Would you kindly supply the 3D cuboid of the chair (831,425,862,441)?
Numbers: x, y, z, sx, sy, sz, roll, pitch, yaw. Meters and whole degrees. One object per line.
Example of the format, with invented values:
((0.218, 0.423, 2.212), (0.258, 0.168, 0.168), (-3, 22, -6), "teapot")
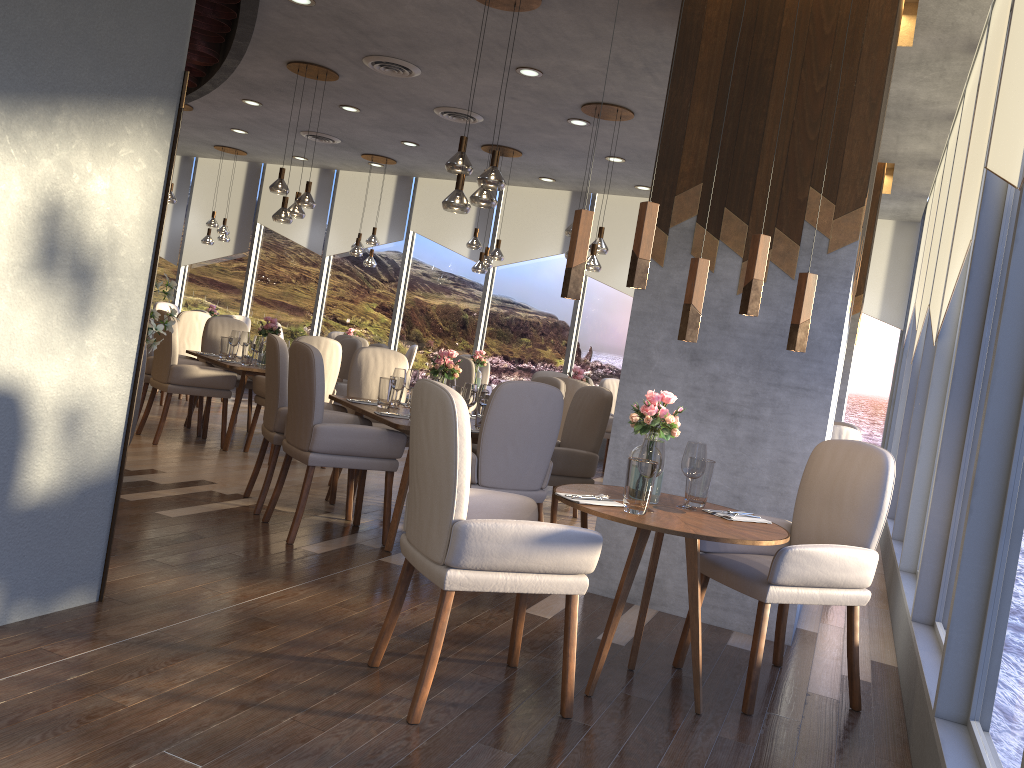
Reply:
((1.903, 0.730, 5.864), (0.527, 1.000, 0.601), (9, 1, -21), "chair")

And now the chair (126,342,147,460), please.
((-2.486, 0.115, 5.143), (0.776, 0.837, 0.594), (10, 1, 41), "chair")

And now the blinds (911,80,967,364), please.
((3.257, -1.497, 6.670), (0.007, 2.680, 1.171), (10, 1, 21), "blinds")

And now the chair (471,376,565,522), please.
((-0.044, 0.410, 5.825), (0.598, 1.000, 0.529), (9, 1, -30), "chair")

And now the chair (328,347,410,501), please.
((-0.885, 0.265, 6.000), (0.527, 1.000, 0.601), (9, 1, -25), "chair")

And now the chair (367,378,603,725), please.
((-0.083, 0.517, 2.907), (0.598, 1.000, 0.529), (9, 1, -25), "chair")

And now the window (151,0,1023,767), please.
((0.680, -0.921, 8.021), (8.045, 3.198, 16.160), (9, 2, -24), "window")

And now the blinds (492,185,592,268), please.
((0.491, -2.719, 11.167), (1.175, 2.680, 0.007), (10, 0, 22), "blinds")

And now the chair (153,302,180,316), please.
((-4.774, -0.626, 12.447), (0.601, 1.000, 0.527), (10, 1, 35), "chair")

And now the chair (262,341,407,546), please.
((-0.933, 0.306, 4.721), (0.598, 1.000, 0.529), (9, 1, -32), "chair")

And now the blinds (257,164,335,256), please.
((-2.977, -3.197, 12.554), (1.175, 2.680, 0.007), (10, 0, 22), "blinds")

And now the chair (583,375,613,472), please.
((0.889, 0.432, 9.243), (0.598, 1.000, 0.529), (9, 1, -22), "chair")

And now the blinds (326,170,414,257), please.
((-1.833, -2.991, 12.094), (1.175, 2.680, 0.007), (10, 0, 22), "blinds")

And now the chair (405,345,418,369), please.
((-1.552, -0.041, 11.058), (0.599, 1.000, 0.529), (9, 1, -12), "chair")

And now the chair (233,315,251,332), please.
((-3.854, -0.447, 11.756), (0.601, 1.000, 0.527), (10, 1, 35), "chair")

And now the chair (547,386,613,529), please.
((0.210, 0.472, 5.321), (0.598, 1.000, 0.529), (9, 1, -25), "chair")

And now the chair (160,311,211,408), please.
((-3.524, -0.296, 9.255), (0.601, 1.000, 0.527), (10, 1, 35), "chair")

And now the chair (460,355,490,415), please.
((-0.528, 0.171, 9.963), (0.528, 1.000, 0.600), (9, 1, 2), "chair")

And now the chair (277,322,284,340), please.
((-2.678, -0.218, 10.840), (0.599, 1.000, 0.529), (9, 1, -13), "chair")

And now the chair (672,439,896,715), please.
((1.073, 0.687, 3.437), (0.598, 1.000, 0.529), (9, 1, -26), "chair")

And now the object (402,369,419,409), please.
((-0.637, 0.029, 5.569), (0.092, 0.244, 0.092), (10, 1, 24), "object")

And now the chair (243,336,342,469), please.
((-1.677, 0.101, 6.853), (0.527, 1.000, 0.601), (9, 1, -38), "chair")

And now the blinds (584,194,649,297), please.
((1.587, -2.219, 10.708), (1.175, 2.680, 0.007), (10, 0, 22), "blinds")

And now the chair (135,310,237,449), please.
((-2.530, -0.042, 6.930), (0.598, 1.000, 0.530), (9, 1, -40), "chair")

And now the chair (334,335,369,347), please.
((-1.964, -0.082, 10.363), (0.527, 1.000, 0.601), (9, 1, -15), "chair")

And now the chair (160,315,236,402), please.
((-3.550, -0.334, 10.115), (0.530, 1.000, 0.598), (10, 1, 41), "chair")

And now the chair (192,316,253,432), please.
((-2.640, -0.110, 8.205), (0.527, 1.000, 0.601), (9, 1, -32), "chair")

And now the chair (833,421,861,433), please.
((2.230, 0.751, 6.710), (0.598, 1.000, 0.529), (9, 1, -25), "chair")

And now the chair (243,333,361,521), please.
((-1.208, 0.242, 5.218), (0.598, 1.000, 0.529), (9, 1, -25), "chair")

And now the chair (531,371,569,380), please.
((0.320, 0.392, 7.862), (0.528, 1.000, 0.600), (9, 1, -2), "chair")

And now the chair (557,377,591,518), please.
((0.328, 0.438, 6.701), (0.528, 1.000, 0.600), (9, 1, -2), "chair")

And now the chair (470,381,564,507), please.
((-0.109, 0.449, 4.545), (0.527, 1.000, 0.601), (9, 1, -31), "chair")

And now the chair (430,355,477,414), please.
((-0.608, 0.202, 8.804), (0.528, 1.000, 0.600), (9, 1, 3), "chair")

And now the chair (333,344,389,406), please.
((-1.461, 0.105, 7.677), (0.598, 1.000, 0.529), (9, 1, -32), "chair")

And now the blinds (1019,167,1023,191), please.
((1.476, -1.896, 2.016), (0.007, 2.680, 1.171), (10, 1, 21), "blinds")

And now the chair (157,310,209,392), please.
((-3.985, -0.419, 10.470), (0.529, 1.000, 0.598), (10, 1, 35), "chair")

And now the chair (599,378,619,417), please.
((1.216, 0.459, 9.951), (0.527, 1.000, 0.601), (9, 1, -25), "chair")

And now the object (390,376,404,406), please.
((-0.736, 0.044, 5.623), (0.102, 0.178, 0.102), (9, 1, 2), "object")

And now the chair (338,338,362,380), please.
((-1.775, 0.035, 8.144), (0.598, 1.000, 0.530), (9, 1, -38), "chair")

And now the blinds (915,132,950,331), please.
((3.759, -1.747, 7.829), (0.007, 2.680, 1.171), (10, 1, 21), "blinds")

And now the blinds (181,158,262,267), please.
((-4.193, -2.974, 13.018), (1.175, 2.680, 0.007), (10, 0, 22), "blinds")

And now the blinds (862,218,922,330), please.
((3.907, -1.995, 9.786), (1.175, 2.680, 0.007), (10, 0, 22), "blinds")

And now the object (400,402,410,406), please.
((-0.625, 0.139, 5.733), (0.157, 0.019, 0.255), (8, 2, -24), "object")

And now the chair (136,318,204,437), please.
((-2.864, -0.115, 7.388), (0.598, 1.000, 0.529), (9, 1, -32), "chair")

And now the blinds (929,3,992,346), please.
((2.800, -1.520, 5.511), (0.007, 2.680, 1.171), (10, 1, 21), "blinds")

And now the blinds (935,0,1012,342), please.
((2.348, -1.568, 4.352), (0.007, 2.680, 1.171), (10, 1, 21), "blinds")

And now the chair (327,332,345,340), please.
((-2.246, -0.172, 11.488), (0.527, 1.000, 0.601), (9, 1, -16), "chair")

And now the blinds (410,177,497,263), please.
((-0.667, -2.928, 11.633), (1.175, 2.680, 0.007), (10, 0, 22), "blinds")

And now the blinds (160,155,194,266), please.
((-5.339, -3.181, 13.479), (1.175, 2.680, 0.007), (10, 0, 22), "blinds")

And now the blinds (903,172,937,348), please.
((4.215, -1.716, 8.991), (0.007, 2.680, 1.171), (10, 1, 21), "blinds")

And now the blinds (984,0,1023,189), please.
((1.935, -1.888, 3.176), (0.007, 2.680, 1.171), (10, 1, 21), "blinds")
